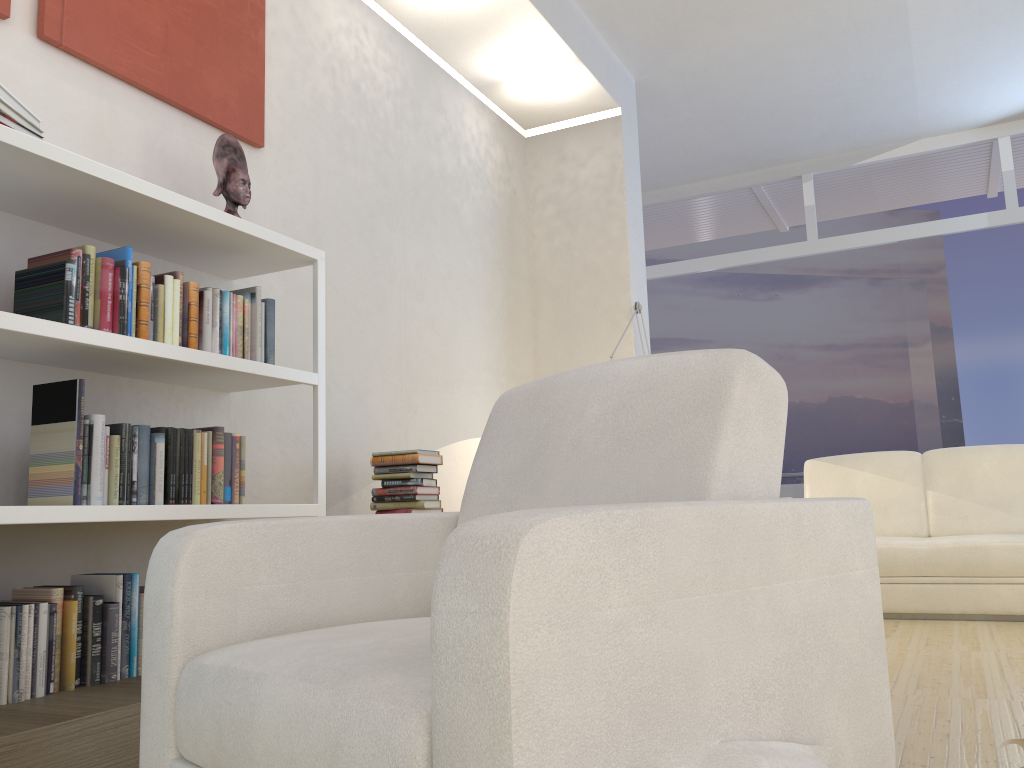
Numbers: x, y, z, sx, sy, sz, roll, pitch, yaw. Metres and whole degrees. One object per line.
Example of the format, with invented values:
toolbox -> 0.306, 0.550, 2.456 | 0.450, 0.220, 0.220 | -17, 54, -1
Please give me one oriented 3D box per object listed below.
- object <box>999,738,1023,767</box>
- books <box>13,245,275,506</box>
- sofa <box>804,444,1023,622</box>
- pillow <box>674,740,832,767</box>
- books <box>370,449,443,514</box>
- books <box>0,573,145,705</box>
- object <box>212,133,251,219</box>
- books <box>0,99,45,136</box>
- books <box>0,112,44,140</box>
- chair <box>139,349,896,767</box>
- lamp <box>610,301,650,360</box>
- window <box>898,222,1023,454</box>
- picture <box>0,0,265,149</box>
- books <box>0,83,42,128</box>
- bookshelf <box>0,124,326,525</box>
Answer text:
object -> 0.848, 0.688, 1.471 | 0.089, 0.149, 0.265 | -9, -11, 39
books -> -1.077, 0.001, 2.723 | 0.215, 0.743, 0.831 | -6, -9, 26
sofa -> 2.466, 0.734, 4.582 | 2.166, 0.862, 0.941 | -6, -9, 26
pillow -> 0.299, 0.552, 0.920 | 0.615, 0.315, 0.312 | 4, -10, -36
books -> -0.435, 0.642, 3.846 | 0.329, 0.694, 0.270 | -6, -9, 26
books -> -1.024, 0.694, 2.639 | 0.274, 0.281, 1.125 | -7, -10, 33
object -> -1.006, -0.704, 3.187 | 0.133, 0.409, 0.138 | 1, -9, -17
books -> -1.449, -0.688, 2.313 | 0.328, 0.027, 0.247 | -2, -8, 1
books -> -1.429, -0.662, 2.305 | 0.287, 0.025, 0.247 | -4, -9, 11
chair -> 0.012, 0.344, 1.496 | 0.941, 0.828, 0.919 | 6, -12, -43
lamp -> 0.705, 0.370, 5.374 | 0.204, 1.841, 0.891 | -5, -9, 22
window -> 4.645, -0.007, 6.652 | 2.988, 2.706, 0.012 | -6, -9, 26
picture -> -1.770, -1.558, 2.307 | 0.030, 0.794, 3.227 | -6, -9, 26
books -> -1.450, -0.720, 2.318 | 0.319, 0.038, 0.247 | -2, -8, -3
bookshelf -> -1.232, 0.127, 2.579 | 0.465, 1.396, 1.599 | -6, -9, 26
